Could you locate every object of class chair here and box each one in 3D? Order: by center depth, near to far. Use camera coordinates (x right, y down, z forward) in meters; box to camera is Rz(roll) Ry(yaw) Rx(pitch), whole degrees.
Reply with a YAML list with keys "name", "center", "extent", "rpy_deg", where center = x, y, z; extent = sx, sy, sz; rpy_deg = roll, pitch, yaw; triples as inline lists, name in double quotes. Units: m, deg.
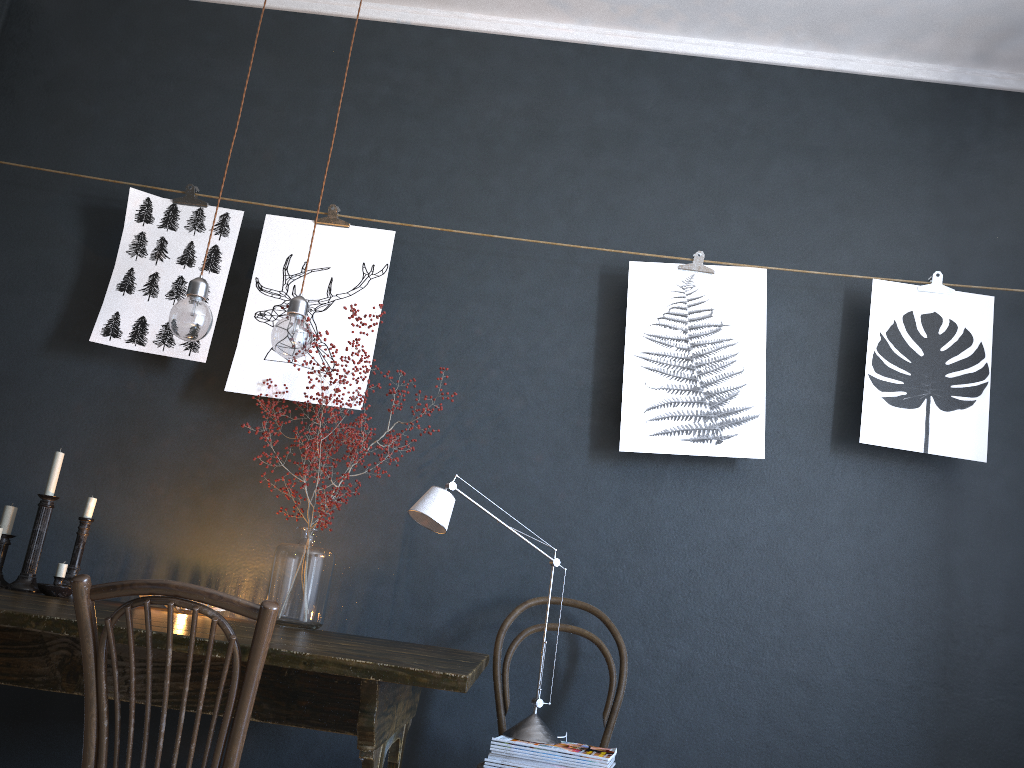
- name: "chair"
  center: [-0.575, 0.757, 1.496]
  extent: [0.363, 0.817, 0.468]
  rpy_deg: [7, -14, 2]
- name: "chair"
  center: [0.123, 1.039, 2.388]
  extent: [0.438, 0.917, 0.551]
  rpy_deg: [8, -14, 0]

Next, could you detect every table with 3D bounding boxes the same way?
- name: "table"
  center: [-0.912, 0.912, 2.071]
  extent: [1.604, 0.725, 1.130]
  rpy_deg: [7, -15, 3]

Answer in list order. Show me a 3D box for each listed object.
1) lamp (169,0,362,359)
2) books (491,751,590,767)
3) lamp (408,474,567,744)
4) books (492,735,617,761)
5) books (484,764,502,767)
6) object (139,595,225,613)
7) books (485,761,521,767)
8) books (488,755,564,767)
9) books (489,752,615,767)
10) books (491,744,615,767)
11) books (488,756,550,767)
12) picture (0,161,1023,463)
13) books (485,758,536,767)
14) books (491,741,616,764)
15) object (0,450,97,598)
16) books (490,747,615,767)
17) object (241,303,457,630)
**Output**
- name: "lamp"
  center: [-0.853, -1.037, 1.955]
  extent: [0.583, 1.568, 1.596]
  rpy_deg: [-1, -17, 33]
- name: "books"
  center: [0.109, 0.993, 2.361]
  extent: [0.288, 0.008, 0.219]
  rpy_deg: [4, -15, 13]
- name: "lamp"
  center: [0.007, 0.833, 2.453]
  extent: [0.802, 1.065, 0.242]
  rpy_deg: [21, -19, -41]
- name: "books"
  center: [0.118, 0.965, 2.371]
  extent: [0.304, 0.013, 0.219]
  rpy_deg: [4, -15, 14]
- name: "books"
  center: [0.098, 1.027, 2.351]
  extent: [0.304, 0.007, 0.219]
  rpy_deg: [4, -15, 14]
- name: "object"
  center: [-0.936, 0.619, 2.541]
  extent: [0.254, 0.072, 0.253]
  rpy_deg: [6, -15, 9]
- name: "books"
  center: [0.100, 1.020, 2.353]
  extent: [0.304, 0.008, 0.219]
  rpy_deg: [4, -15, 14]
- name: "books"
  center: [0.103, 1.003, 2.363]
  extent: [0.288, 0.008, 0.219]
  rpy_deg: [4, -15, 15]
- name: "books"
  center: [0.112, 0.999, 2.363]
  extent: [0.304, 0.006, 0.219]
  rpy_deg: [4, -15, 14]
- name: "books"
  center: [0.114, 0.980, 2.365]
  extent: [0.304, 0.008, 0.219]
  rpy_deg: [4, -15, 13]
- name: "books"
  center: [0.102, 1.009, 2.361]
  extent: [0.288, 0.008, 0.219]
  rpy_deg: [4, -15, 15]
- name: "picture"
  center: [0.134, -0.191, 2.939]
  extent: [4.456, 0.768, 0.058]
  rpy_deg: [7, -14, 2]
- name: "books"
  center: [0.100, 1.012, 2.354]
  extent: [0.304, 0.013, 0.219]
  rpy_deg: [4, -15, 14]
- name: "books"
  center: [0.116, 0.974, 2.370]
  extent: [0.304, 0.008, 0.219]
  rpy_deg: [4, -15, 14]
- name: "object"
  center: [-1.372, 0.390, 2.581]
  extent: [0.368, 0.418, 0.224]
  rpy_deg: [7, -14, 4]
- name: "books"
  center: [0.112, 0.986, 2.361]
  extent: [0.304, 0.008, 0.219]
  rpy_deg: [4, -15, 13]
- name: "object"
  center: [-0.576, 0.265, 2.699]
  extent: [0.557, 0.927, 0.640]
  rpy_deg: [15, -16, -26]
